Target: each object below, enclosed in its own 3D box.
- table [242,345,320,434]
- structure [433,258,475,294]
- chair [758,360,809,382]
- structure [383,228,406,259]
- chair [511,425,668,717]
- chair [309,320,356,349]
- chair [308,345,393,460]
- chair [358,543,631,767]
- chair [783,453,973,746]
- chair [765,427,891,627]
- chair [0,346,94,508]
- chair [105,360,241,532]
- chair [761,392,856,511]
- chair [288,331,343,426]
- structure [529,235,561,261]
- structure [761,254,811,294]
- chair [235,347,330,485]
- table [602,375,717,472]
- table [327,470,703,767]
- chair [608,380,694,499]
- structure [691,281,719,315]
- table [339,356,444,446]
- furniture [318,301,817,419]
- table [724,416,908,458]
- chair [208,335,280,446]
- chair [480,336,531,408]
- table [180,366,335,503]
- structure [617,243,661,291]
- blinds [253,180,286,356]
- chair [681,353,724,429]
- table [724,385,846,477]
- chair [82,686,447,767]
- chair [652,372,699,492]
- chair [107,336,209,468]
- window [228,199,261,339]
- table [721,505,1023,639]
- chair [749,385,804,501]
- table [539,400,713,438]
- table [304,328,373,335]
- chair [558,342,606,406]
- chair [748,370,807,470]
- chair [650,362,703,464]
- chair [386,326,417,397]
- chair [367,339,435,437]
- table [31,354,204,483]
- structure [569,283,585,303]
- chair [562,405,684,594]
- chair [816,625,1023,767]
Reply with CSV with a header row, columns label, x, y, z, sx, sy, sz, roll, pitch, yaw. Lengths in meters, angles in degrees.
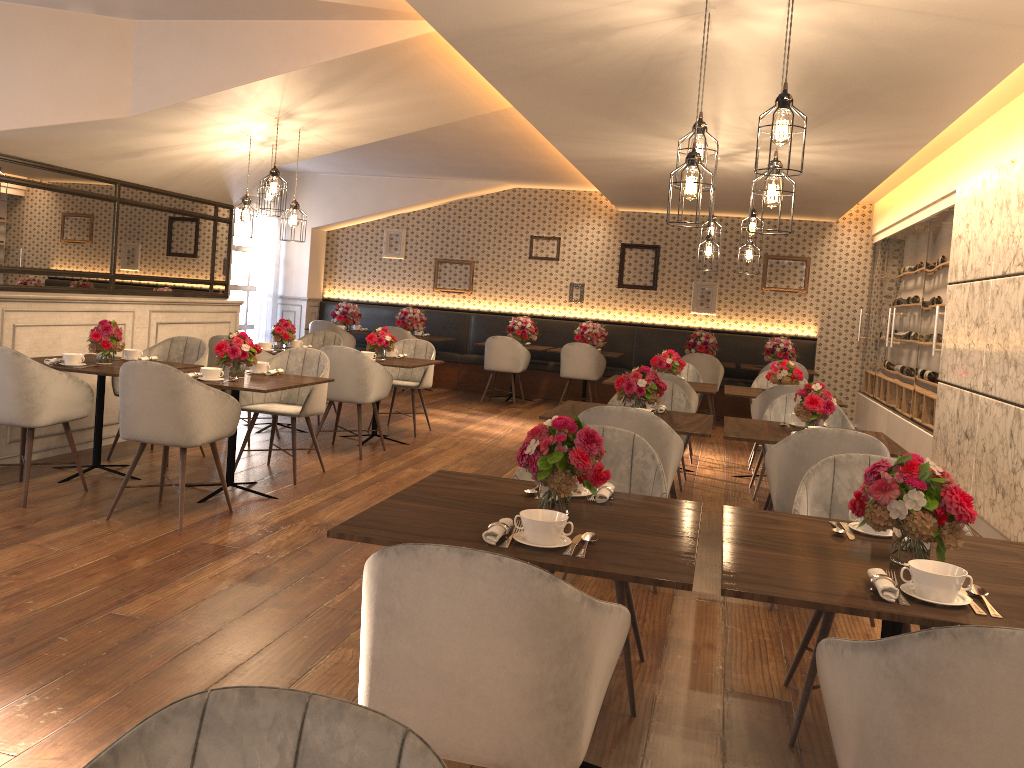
label,x,y,z,sx,sy,sz,roll,pitch,yaw
table,-2.112,0.048,7.957,0.897,0.719,0.898,5,4,13
structure,-0.847,-1.563,12.839,0.602,0.484,0.032,5,2,13
chair,3.138,0.149,10.273,0.565,0.870,0.527,5,3,13
structure,-1.736,-2.069,13.045,0.340,0.439,0.034,5,2,13
chair,0.263,0.613,3.173,0.565,0.870,0.527,5,3,13
chair,-2.397,-0.400,11.599,0.565,0.870,0.527,5,3,13
chair,-1.297,0.120,7.070,0.565,0.870,0.527,5,3,13
chair,-0.063,0.712,1.885,0.565,0.870,0.527,5,3,13
chair,1.193,0.705,2.950,0.565,0.870,0.527,5,3,13
chair,1.471,0.609,4.169,0.565,0.870,0.527,5,3,13
chair,-2.771,0.203,5.034,0.565,0.870,0.527,5,3,13
chair,-1.842,0.295,4.811,0.565,0.870,0.527,5,3,13
chair,1.798,0.510,5.456,0.565,0.870,0.527,5,3,13
chair,-1.945,-0.076,8.591,0.565,0.870,0.527,5,3,13
structure,0.464,-1.920,12.526,0.449,0.344,0.016,5,2,13
structure,3.636,-1.460,11.759,0.602,0.484,0.032,5,2,13
chair,-1.561,0.192,6.109,0.565,0.870,0.527,5,3,13
table,1.237,0.350,7.464,0.897,0.719,0.898,5,4,13
table,0.051,0.733,2.550,0.897,0.719,0.898,5,4,13
chair,0.868,0.418,5.679,0.565,0.870,0.527,5,3,13
structure,2.612,-1.166,12.012,0.340,0.439,0.034,5,2,13
table,-1.182,0.140,7.734,0.897,0.719,0.898,5,4,13
furniture,0.477,-0.349,12.254,7.096,1.079,0.542,6,3,13
table,1.586,0.630,4.832,0.897,0.719,0.898,5,4,13
chair,-2.226,0.027,7.292,0.565,0.870,0.527,5,3,13
chair,-0.094,-0.171,11.048,0.565,0.870,0.527,5,3,13
table,-1.727,0.316,5.475,0.897,0.719,0.898,5,4,13
structure,1.750,-1.615,12.219,0.544,0.631,0.035,5,2,13
blinds,-3.474,-1.508,12.628,0.134,2.692,0.619,5,2,14
chair,2.208,0.057,10.496,0.565,0.870,0.527,5,3,13
table,2.167,0.443,7.241,0.897,0.719,0.898,5,4,13
chair,-0.318,0.800,0.765,0.565,0.870,0.527,5,3,13
chair,1.123,0.330,6.799,0.565,0.870,0.527,5,3,13
chair,-2.490,0.100,6.332,0.565,0.870,0.527,5,3,13
window,-4.721,-0.778,5.763,0.495,2.382,14.561,5,5,9
table,0.981,0.825,2.327,0.897,0.719,0.898,5,4,13
chair,2.052,0.422,6.577,0.565,0.870,0.527,5,3,13
table,0.656,0.538,5.055,0.897,0.719,0.898,5,4,13
table,-2.282,-0.379,12.264,0.897,0.719,0.898,5,4,13
chair,0.835,-0.079,10.825,0.565,0.870,0.527,5,3,13
chair,2.378,0.323,7.864,0.565,0.870,0.527,5,3,13
chair,1.449,0.231,8.087,0.565,0.870,0.527,5,3,13
chair,-1.467,-0.308,11.377,0.565,0.870,0.527,5,3,13
chair,-1.016,0.016,8.368,0.565,0.870,0.527,5,3,13
table,-2.657,0.224,5.698,0.897,0.719,0.898,5,4,13
structure,0.909,-1.278,12.429,0.216,0.277,0.018,5,2,13
chair,0.542,0.517,4.391,0.565,0.870,0.527,5,3,13
chair,0.867,0.804,1.663,0.565,0.870,0.527,5,3,13
